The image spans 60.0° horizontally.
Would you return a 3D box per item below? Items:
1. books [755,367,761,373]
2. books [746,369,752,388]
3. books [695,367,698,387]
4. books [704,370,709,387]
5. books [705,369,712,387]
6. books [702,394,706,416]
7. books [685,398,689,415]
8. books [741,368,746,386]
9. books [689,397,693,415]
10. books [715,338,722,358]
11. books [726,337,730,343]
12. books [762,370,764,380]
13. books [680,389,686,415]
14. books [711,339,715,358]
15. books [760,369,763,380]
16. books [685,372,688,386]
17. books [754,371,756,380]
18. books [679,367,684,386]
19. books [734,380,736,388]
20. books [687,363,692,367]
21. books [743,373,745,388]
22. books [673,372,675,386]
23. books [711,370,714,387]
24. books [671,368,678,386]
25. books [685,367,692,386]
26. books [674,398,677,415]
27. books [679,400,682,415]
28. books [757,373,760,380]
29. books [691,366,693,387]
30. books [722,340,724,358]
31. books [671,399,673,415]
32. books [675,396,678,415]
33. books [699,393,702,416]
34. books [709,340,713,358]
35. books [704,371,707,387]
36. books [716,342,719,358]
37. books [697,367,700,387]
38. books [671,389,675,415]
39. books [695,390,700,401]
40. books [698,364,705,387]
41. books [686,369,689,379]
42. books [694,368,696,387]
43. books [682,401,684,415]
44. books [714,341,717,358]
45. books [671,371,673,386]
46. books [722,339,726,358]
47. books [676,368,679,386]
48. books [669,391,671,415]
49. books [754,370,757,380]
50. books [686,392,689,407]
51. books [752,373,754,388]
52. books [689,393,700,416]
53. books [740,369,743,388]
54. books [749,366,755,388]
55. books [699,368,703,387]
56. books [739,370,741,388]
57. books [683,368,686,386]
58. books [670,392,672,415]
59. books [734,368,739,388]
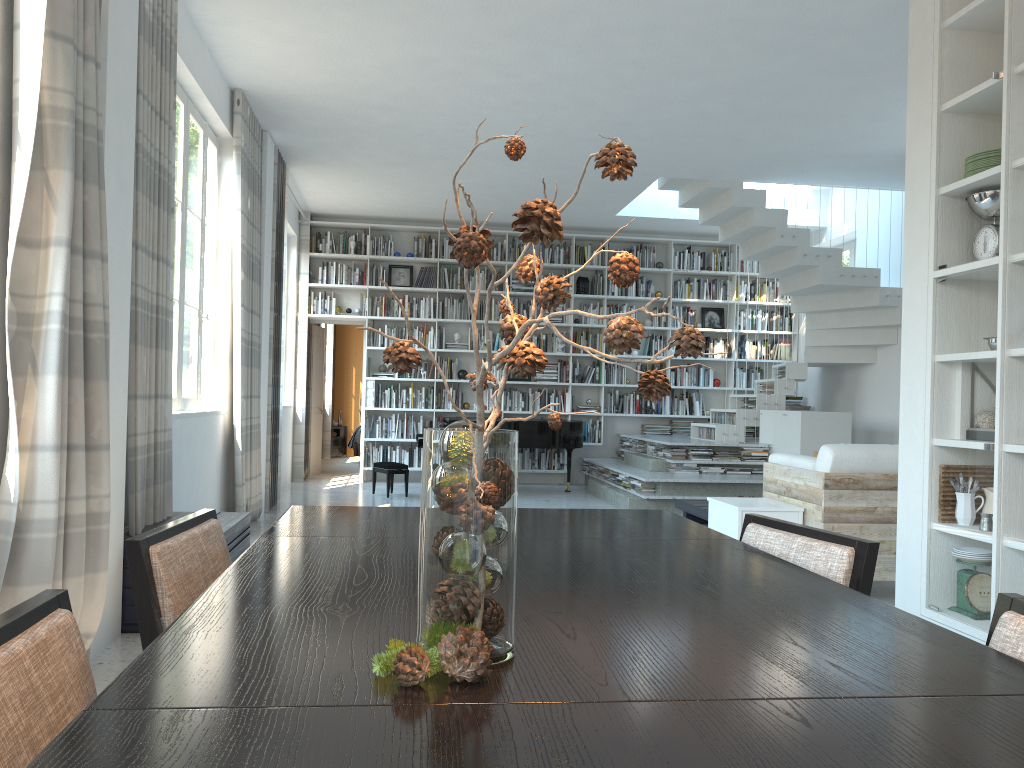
[{"bbox_3d":[3.185,-0.081,11.507,0.011,0.284,0.161,2,0,-7],"label":"books"},{"bbox_3d":[3.053,-0.067,11.472,0.027,0.248,0.184,2,-1,-7],"label":"books"},{"bbox_3d":[2.349,-0.087,11.389,0.014,0.249,0.177,2,-1,-7],"label":"books"},{"bbox_3d":[2.497,-0.067,11.431,0.037,0.218,0.139,2,-1,-7],"label":"books"},{"bbox_3d":[2.529,-0.075,11.426,0.025,0.235,0.181,2,-1,-7],"label":"books"},{"bbox_3d":[2.449,0.270,11.420,0.062,0.274,0.148,2,0,-7],"label":"books"},{"bbox_3d":[2.225,0.292,11.386,0.052,0.217,0.184,2,-1,-7],"label":"books"},{"bbox_3d":[2.998,-0.077,11.498,0.024,0.267,0.133,2,0,-7],"label":"books"},{"bbox_3d":[2.276,0.282,11.396,0.031,0.239,0.171,2,-1,-7],"label":"books"},{"bbox_3d":[2.661,-0.457,11.431,0.021,0.271,0.191,2,-1,-7],"label":"books"},{"bbox_3d":[2.796,-0.459,11.481,0.029,0.283,0.138,2,0,-7],"label":"books"},{"bbox_3d":[3.229,-0.057,11.520,0.013,0.240,0.166,2,-1,-7],"label":"books"},{"bbox_3d":[2.194,0.233,11.383,0.014,0.333,0.168,2,0,-7],"label":"books"},{"bbox_3d":[2.578,-0.448,11.453,0.031,0.250,0.133,2,0,-7],"label":"books"},{"bbox_3d":[3.217,-0.064,11.522,0.012,0.254,0.161,2,-1,-7],"label":"books"},{"bbox_3d":[2.215,-0.057,11.377,0.027,0.181,0.186,2,-1,-7],"label":"books"},{"bbox_3d":[3.124,-0.055,11.503,0.014,0.230,0.172,2,-1,-7],"label":"books"},{"bbox_3d":[2.155,-0.091,11.366,0.045,0.246,0.185,2,-1,-7],"label":"books"},{"bbox_3d":[2.834,-0.086,11.470,0.085,0.278,0.159,2,0,-7],"label":"books"},{"bbox_3d":[2.275,-0.114,11.393,0.013,0.299,0.147,2,0,-7],"label":"books"},{"bbox_3d":[2.974,-0.045,11.476,0.029,0.201,0.172,2,-1,-7],"label":"books"},{"bbox_3d":[2.048,-0.063,11.363,0.022,0.184,0.162,2,-1,-7],"label":"books"},{"bbox_3d":[2.554,-0.068,11.430,0.027,0.223,0.170,2,-1,-7],"label":"books"},{"bbox_3d":[2.075,-0.092,11.363,0.047,0.244,0.177,2,-1,-7],"label":"books"},{"bbox_3d":[2.257,-0.093,11.369,0.028,0.255,0.191,2,-1,-7],"label":"books"},{"bbox_3d":[2.080,0.289,11.377,0.023,0.214,0.163,2,-1,-7],"label":"books"},{"bbox_3d":[2.145,0.304,11.387,0.030,0.188,0.140,2,-1,-7],"label":"books"},{"bbox_3d":[3.169,-0.042,11.496,0.021,0.205,0.174,2,-1,-7],"label":"books"},{"bbox_3d":[2.289,-0.095,11.378,0.012,0.262,0.186,2,-1,-7],"label":"books"},{"bbox_3d":[2.691,-0.440,11.437,0.041,0.239,0.176,2,-1,-7],"label":"books"},{"bbox_3d":[2.038,0.289,11.384,0.033,0.213,0.140,2,-1,-7],"label":"books"},{"bbox_3d":[2.100,0.275,11.369,0.015,0.243,0.156,2,-1,-7],"label":"books"},{"bbox_3d":[2.408,0.262,11.405,0.025,0.287,0.160,2,0,-7],"label":"books"},{"bbox_3d":[2.549,-0.445,11.432,0.031,0.242,0.147,2,-1,-7],"label":"books"},{"bbox_3d":[2.466,-0.059,11.411,0.030,0.201,0.189,2,-1,-7],"label":"books"},{"bbox_3d":[2.634,-0.428,11.452,0.025,0.213,0.155,2,-1,-7],"label":"books"},{"bbox_3d":[2.385,-0.088,11.419,0.012,0.254,0.161,2,-1,-7],"label":"books"},{"bbox_3d":[2.062,0.233,11.386,0.013,0.327,0.130,2,0,-7],"label":"books"},{"bbox_3d":[2.387,0.242,11.425,0.012,0.326,0.136,2,0,-7],"label":"books"},{"bbox_3d":[2.429,-0.105,11.403,0.026,0.290,0.181,2,-1,-7],"label":"books"},{"bbox_3d":[2.234,-0.080,11.389,0.012,0.229,0.179,2,-1,-7],"label":"books"},{"bbox_3d":[2.327,-0.086,11.406,0.026,0.246,0.165,2,-1,-7],"label":"books"},{"bbox_3d":[2.172,0.306,11.383,0.024,0.185,0.149,2,-1,-7],"label":"books"},{"bbox_3d":[2.607,-0.440,11.456,0.028,0.235,0.129,2,0,-7],"label":"books"},{"bbox_3d":[2.025,-0.065,11.363,0.023,0.186,0.159,2,-1,-7],"label":"books"},{"bbox_3d":[2.722,-0.446,11.456,0.024,0.255,0.145,2,0,-7],"label":"books"},{"bbox_3d":[2.109,-0.092,11.379,0.024,0.247,0.143,2,0,-7],"label":"books"},{"bbox_3d":[2.003,0.226,11.366,0.014,0.337,0.132,2,0,-7],"label":"books"},{"bbox_3d":[3.142,-0.060,11.521,0.027,0.242,0.131,2,0,-7],"label":"books"},{"bbox_3d":[2.254,0.250,11.412,0.010,0.304,0.131,2,0,-7],"label":"books"},{"bbox_3d":[3.089,-0.041,11.504,0.027,0.201,0.164,2,-1,-7],"label":"books"},{"bbox_3d":[2.334,0.257,11.361,0.075,0.291,0.255,2,-1,-7],"label":"books"},{"bbox_3d":[2.948,-0.066,11.478,0.022,0.242,0.151,2,-1,-7],"label":"books"},{"bbox_3d":[3.111,-0.089,11.507,0.013,0.297,0.141,2,0,-7],"label":"books"},{"bbox_3d":[2.405,-0.083,11.396,0.023,0.244,0.189,2,-1,-7],"label":"books"},{"bbox_3d":[2.919,-0.064,11.473,0.037,0.236,0.153,2,-1,-7],"label":"books"},{"bbox_3d":[2.188,-0.086,11.386,0.026,0.239,0.177,2,-1,-7],"label":"books"},{"bbox_3d":[2.017,0.251,11.370,0.015,0.287,0.138,2,0,-7],"label":"books"},{"bbox_3d":[2.890,-0.073,11.462,0.024,0.252,0.175,2,-1,-7],"label":"books"}]
